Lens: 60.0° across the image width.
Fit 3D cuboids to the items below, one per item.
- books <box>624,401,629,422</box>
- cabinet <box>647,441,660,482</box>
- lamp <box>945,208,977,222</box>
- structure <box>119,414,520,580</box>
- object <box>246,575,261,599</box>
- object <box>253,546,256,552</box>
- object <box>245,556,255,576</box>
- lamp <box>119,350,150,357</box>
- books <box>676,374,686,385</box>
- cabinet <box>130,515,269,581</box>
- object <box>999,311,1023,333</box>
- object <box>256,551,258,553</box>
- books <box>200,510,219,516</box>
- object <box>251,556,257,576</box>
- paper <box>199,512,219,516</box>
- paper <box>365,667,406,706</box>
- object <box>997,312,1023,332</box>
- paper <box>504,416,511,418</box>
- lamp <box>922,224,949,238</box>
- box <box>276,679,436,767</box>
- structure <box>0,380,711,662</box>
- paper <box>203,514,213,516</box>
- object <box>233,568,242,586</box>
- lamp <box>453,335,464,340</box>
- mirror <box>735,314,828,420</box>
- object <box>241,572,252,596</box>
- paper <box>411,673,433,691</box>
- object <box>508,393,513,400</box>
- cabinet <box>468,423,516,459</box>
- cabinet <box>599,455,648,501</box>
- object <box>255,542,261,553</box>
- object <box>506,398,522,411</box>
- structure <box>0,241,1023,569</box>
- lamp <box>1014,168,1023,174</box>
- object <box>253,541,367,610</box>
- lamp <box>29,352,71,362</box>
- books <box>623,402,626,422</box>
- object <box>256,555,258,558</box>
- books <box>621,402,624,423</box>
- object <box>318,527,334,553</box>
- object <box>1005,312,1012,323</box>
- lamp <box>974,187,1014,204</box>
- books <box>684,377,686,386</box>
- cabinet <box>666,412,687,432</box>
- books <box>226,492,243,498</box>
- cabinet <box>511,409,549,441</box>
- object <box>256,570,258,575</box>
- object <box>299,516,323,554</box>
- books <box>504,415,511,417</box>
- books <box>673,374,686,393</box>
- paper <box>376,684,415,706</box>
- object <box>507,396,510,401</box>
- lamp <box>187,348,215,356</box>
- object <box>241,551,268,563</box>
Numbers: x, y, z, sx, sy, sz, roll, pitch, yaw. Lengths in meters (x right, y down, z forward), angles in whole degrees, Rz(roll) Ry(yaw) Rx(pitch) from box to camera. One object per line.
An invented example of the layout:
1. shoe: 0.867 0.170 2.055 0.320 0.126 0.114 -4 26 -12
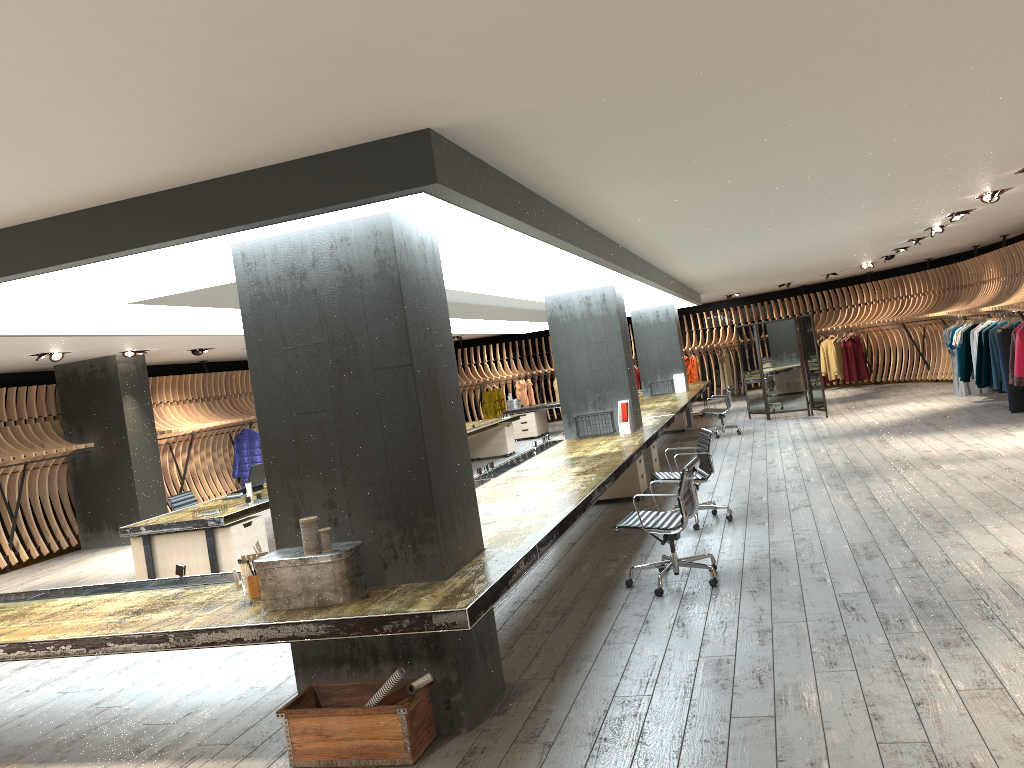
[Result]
1. books: 1.387 0.397 10.639 0.048 0.368 0.215 -9 0 16
2. cabinet: 1.341 1.004 11.812 1.131 0.630 0.594 -8 0 16
3. lamp: 5.489 -2.130 10.863 0.269 0.296 0.493 -8 1 16
4. structure: -1.759 1.338 13.387 1.161 0.844 10.459 -8 1 16
5. object: -1.299 1.024 4.517 0.084 0.111 0.083 -9 0 3
6. object: -1.296 0.960 4.638 0.084 0.240 0.009 -9 0 -7
7. object: -1.314 0.972 4.505 0.054 0.207 0.008 -9 0 -1
8. lamp: -5.493 -0.509 12.886 0.269 0.296 0.493 -8 1 16
9. books: 3.398 -0.017 17.928 0.215 0.368 0.047 -9 0 16
10. cabinet: -3.046 1.713 8.737 1.131 0.630 0.594 -8 0 16
11. object: 7.276 -0.912 12.745 0.524 0.270 0.012 -8 0 21
12. object: -1.285 0.968 4.630 0.083 0.222 0.009 -9 0 -45
13. books: -2.907 1.237 8.542 0.155 0.025 0.110 -8 1 11
14. object: -1.298 0.970 4.497 0.008 0.207 0.054 -9 0 3
15. paper: -2.910 1.250 8.547 0.176 0.004 0.130 -8 1 21
16. paper: -0.685 1.523 4.101 0.572 0.460 0.043 -8 0 33
17. object: 7.335 -0.923 12.915 0.524 0.270 0.012 -8 0 41
18. paper: -0.116 0.677 18.111 0.176 0.004 0.130 -8 1 22
19. lamp: 5.922 -2.217 12.397 0.269 0.301 0.493 -8 1 16
20. box: -0.721 1.613 4.206 0.664 0.282 0.342 -8 1 16
21. structure: -0.071 1.095 12.677 4.832 0.844 18.489 -8 1 16
22. paper: -2.924 1.256 8.547 0.176 0.003 0.130 -8 1 14
23. object: -1.329 0.875 4.848 0.431 0.429 0.195 -8 0 12
24. lamp: -1.482 -1.277 23.104 0.493 0.293 0.269 -9 1 -42
25. mirror: 5.135 -0.288 16.926 0.443 1.892 2.109 -9 0 -33
26. object: -1.374 1.038 4.620 0.061 0.111 0.061 -9 0 5
27. paper: -0.662 1.546 4.157 0.624 0.290 0.041 -9 0 -3
28. object: 0.045 0.316 21.335 0.262 0.204 0.088 -8 0 14
29. cabinet: -0.564 1.193 17.948 1.131 0.630 0.594 -8 0 16
30. cabinet: 0.974 1.080 10.511 1.131 0.630 0.594 -8 0 16
31. object: -1.289 0.946 4.620 0.062 0.264 0.012 -9 0 -32
32. object: 0.050 0.496 21.398 0.302 0.239 0.498 -8 1 17
33. structure: -0.681 0.377 8.584 14.872 2.440 36.582 -8 1 16
34. lamp: 4.623 -1.954 7.795 0.269 0.291 0.493 -8 1 16
35. object: -0.963 0.920 4.266 0.497 0.239 0.303 -8 1 16
36. lamp: -5.926 -0.424 11.352 0.269 0.288 0.493 -8 1 16
37. books: 1.367 0.400 10.645 0.048 0.368 0.215 -9 0 16
38. object: -1.281 0.967 4.504 0.008 0.207 0.054 -9 0 -19
39. books: 1.346 0.403 10.651 0.048 0.368 0.215 -9 0 16
40. object: -0.873 0.733 4.165 0.062 0.109 0.062 -9 0 -14
41. object: 7.410 -0.941 13.204 0.524 0.270 0.012 -8 0 26
42. lamp: 5.055 -2.046 9.329 0.269 0.284 0.493 -8 1 16
43. books: 3.387 -0.015 17.888 0.215 0.368 0.075 -9 0 16
44. cabinet: 2.867 0.681 17.670 1.131 0.630 0.594 -8 0 16
45. books: -3.100 1.236 9.873 0.186 0.027 0.112 -9 1 1
46. cabinet: 0.442 0.985 21.507 0.593 0.630 1.132 -8 1 16
47. object: -1.302 0.993 4.549 0.018 0.158 0.011 -9 0 33
48. object: -0.928 0.733 4.288 0.088 0.204 0.263 -9 1 15
49. books: -0.113 0.664 18.106 0.155 0.025 0.110 -8 1 11
50. books: 3.379 -0.013 17.861 0.215 0.368 0.073 -9 0 16
51. paper: -0.709 1.555 4.146 0.722 0.365 0.047 -8 0 35
52. object: -0.076 0.342 21.281 0.062 0.109 0.062 -9 0 -18
53. lamp: -5.061 -0.601 14.420 0.269 0.292 0.493 -8 1 16
54. object: -1.314 0.978 4.588 0.138 0.209 0.034 -9 0 -4
